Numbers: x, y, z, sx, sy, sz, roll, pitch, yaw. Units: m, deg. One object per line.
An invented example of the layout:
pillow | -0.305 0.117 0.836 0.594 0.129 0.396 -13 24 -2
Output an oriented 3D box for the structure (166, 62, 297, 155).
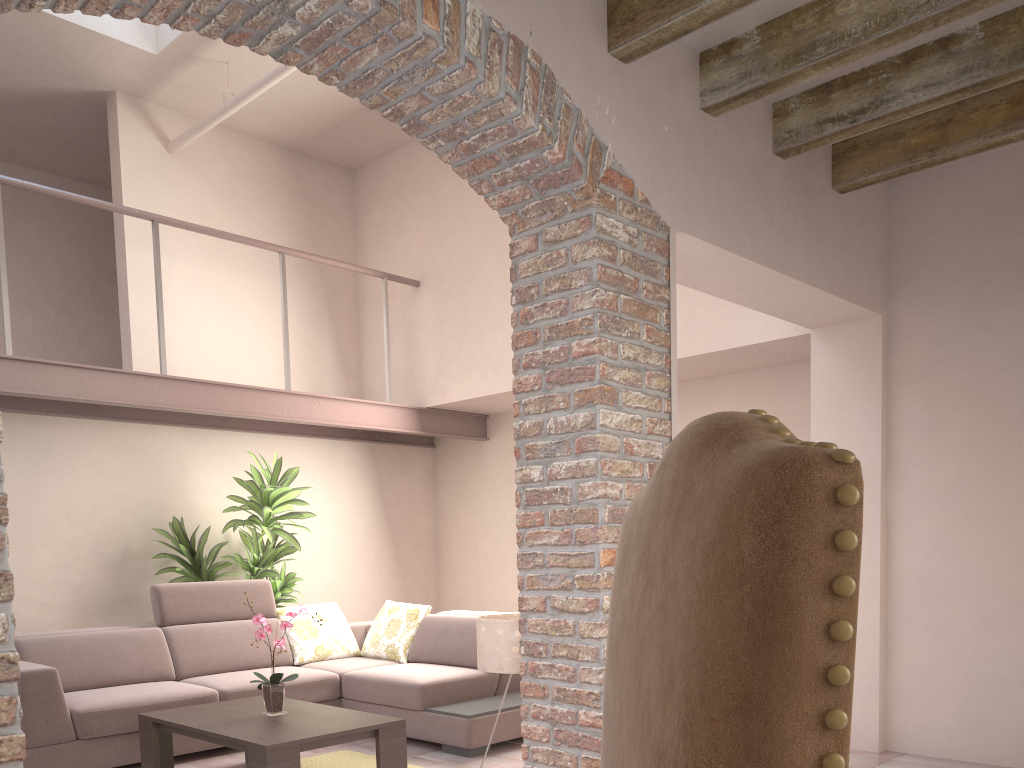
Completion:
structure | -0.967 -2.063 5.006 4.110 0.329 0.109 -11 -4 43

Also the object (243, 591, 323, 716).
object | -1.111 1.268 4.268 0.365 0.601 0.300 -1 2 38

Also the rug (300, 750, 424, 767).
rug | -1.362 1.882 4.071 0.856 0.009 2.112 -11 -14 43

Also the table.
table | -1.149 1.743 4.282 1.191 0.349 0.714 -10 -11 43

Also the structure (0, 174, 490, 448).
structure | -1.879 0.325 4.294 3.752 3.226 7.285 -5 -8 44

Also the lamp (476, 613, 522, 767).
lamp | 0.061 1.361 3.681 0.405 0.855 0.389 0 3 44

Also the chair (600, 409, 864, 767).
chair | -0.060 0.653 0.908 0.641 1.254 0.540 -2 2 -6

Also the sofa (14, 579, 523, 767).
sofa | -1.394 1.599 5.108 2.148 0.945 3.195 -9 -12 43
